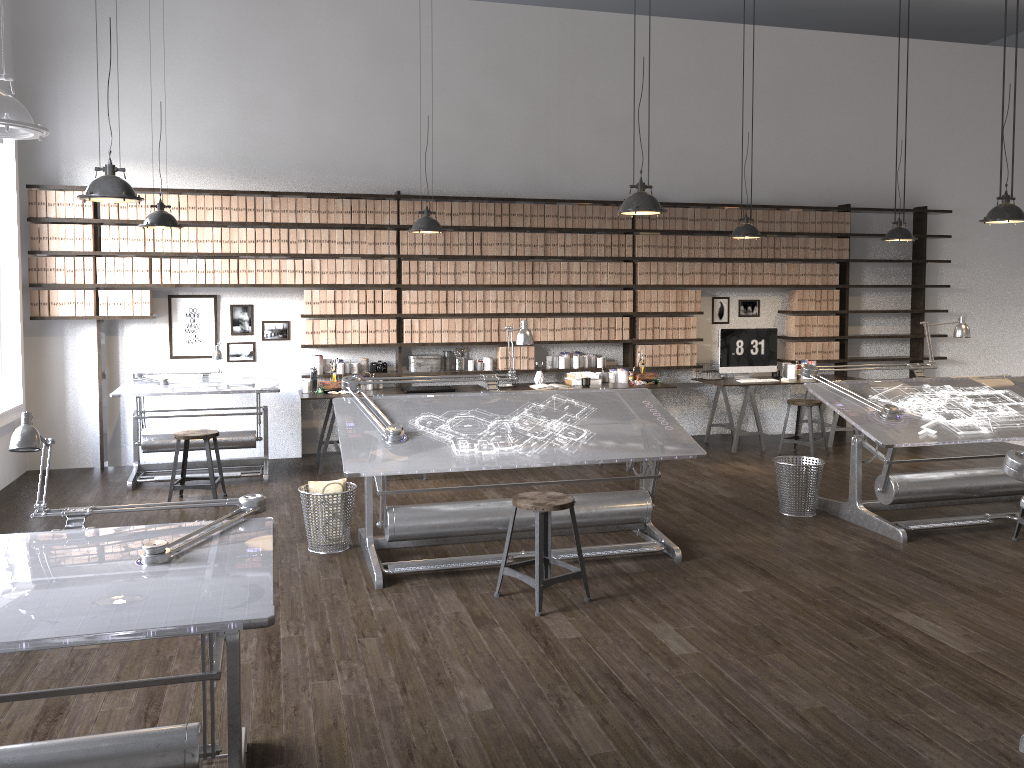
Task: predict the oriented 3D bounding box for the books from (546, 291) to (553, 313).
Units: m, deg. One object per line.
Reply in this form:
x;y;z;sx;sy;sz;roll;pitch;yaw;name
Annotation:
0.346;-0.802;8.667;0.067;0.225;0.175;-1;4;-15;books

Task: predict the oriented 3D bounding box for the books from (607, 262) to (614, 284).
0.955;-1.095;8.810;0.067;0.225;0.175;-1;4;-15;books

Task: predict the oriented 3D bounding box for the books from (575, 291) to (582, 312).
0.627;-0.810;8.743;0.067;0.225;0.175;-1;4;-15;books

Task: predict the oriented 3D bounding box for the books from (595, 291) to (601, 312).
0.826;-0.815;8.795;0.067;0.225;0.175;-1;4;-15;books

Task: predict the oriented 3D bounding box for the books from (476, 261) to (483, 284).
-0.327;-1.058;8.468;0.067;0.225;0.175;-1;4;-15;books

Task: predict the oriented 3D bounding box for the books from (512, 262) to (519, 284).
0.008;-1.068;8.558;0.067;0.225;0.175;-1;4;-15;books

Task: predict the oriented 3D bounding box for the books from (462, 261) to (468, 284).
-0.465;-1.054;8.429;0.067;0.225;0.175;-1;4;-15;books

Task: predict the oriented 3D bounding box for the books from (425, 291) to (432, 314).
-0.802;-0.768;8.354;0.067;0.225;0.175;-1;4;-15;books

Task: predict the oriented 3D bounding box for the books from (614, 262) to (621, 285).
1.019;-1.096;8.827;0.067;0.225;0.175;-1;4;-15;books

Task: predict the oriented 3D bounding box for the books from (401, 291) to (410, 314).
-1.003;-0.762;8.299;0.067;0.225;0.175;-1;4;-15;books

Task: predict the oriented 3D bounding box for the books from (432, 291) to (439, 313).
-0.740;-0.770;8.374;0.067;0.225;0.175;-1;4;-15;books

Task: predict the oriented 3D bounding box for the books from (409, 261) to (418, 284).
-0.932;-1.040;8.301;0.067;0.225;0.175;-1;4;-15;books

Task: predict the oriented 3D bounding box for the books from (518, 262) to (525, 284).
0.071;-1.070;8.578;0.067;0.225;0.175;-1;4;-15;books

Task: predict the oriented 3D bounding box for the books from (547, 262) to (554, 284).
0.352;-1.078;8.653;0.067;0.225;0.175;-1;4;-15;books

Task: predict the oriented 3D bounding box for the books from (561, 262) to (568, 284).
0.487;-1.081;8.684;0.067;0.225;0.175;-1;4;-15;books

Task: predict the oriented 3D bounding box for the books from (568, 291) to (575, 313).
0.560;-0.807;8.720;0.067;0.225;0.175;-1;4;-15;books

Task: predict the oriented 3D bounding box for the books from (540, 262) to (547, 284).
0.285;-1.075;8.631;0.067;0.225;0.175;-1;4;-15;books

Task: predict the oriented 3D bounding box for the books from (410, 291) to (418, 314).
-0.932;-0.764;8.315;0.067;0.225;0.175;-1;4;-15;books

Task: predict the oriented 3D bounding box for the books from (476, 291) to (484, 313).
-0.324;-0.781;8.479;0.067;0.225;0.175;-1;4;-15;books

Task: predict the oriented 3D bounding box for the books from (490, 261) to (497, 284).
-0.192;-1.062;8.503;0.067;0.225;0.175;-1;4;-15;books

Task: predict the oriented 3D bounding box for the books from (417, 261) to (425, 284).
-0.861;-1.043;8.325;0.067;0.225;0.175;-1;4;-15;books

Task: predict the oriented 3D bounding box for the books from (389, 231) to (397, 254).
-1.116;-1.308;8.236;0.067;0.225;0.175;-1;4;-15;books

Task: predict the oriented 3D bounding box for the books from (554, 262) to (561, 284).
0.421;-1.080;8.672;0.067;0.225;0.175;-1;4;-15;books

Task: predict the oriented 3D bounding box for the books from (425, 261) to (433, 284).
-0.791;-1.044;8.340;0.067;0.225;0.175;-1;4;-15;books

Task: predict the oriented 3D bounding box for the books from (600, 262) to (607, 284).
0.884;-1.093;8.794;0.067;0.225;0.175;-1;4;-15;books

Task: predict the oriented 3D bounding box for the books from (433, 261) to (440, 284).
-0.724;-1.047;8.362;0.067;0.225;0.175;-1;4;-15;books

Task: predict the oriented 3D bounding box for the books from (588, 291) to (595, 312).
0.763;-0.813;8.773;0.067;0.225;0.175;-1;4;-15;books

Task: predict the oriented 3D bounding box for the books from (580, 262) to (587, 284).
0.682;-1.087;8.737;0.067;0.225;0.175;-1;4;-15;books

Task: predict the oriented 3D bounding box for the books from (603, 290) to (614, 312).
0.952;-0.819;8.826;0.067;0.225;0.175;-1;4;-15;books

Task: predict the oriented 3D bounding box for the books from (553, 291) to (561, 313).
0.419;-0.803;8.681;0.067;0.225;0.175;-1;4;-15;books

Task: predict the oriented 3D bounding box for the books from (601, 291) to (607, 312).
0.887;-0.817;8.810;0.067;0.225;0.175;-1;4;-15;books

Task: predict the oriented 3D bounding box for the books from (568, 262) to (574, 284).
0.550;-1.083;8.706;0.067;0.225;0.175;-1;4;-15;books

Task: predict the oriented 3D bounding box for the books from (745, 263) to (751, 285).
2.412;-1.143;9.207;0.067;0.225;0.175;-1;4;-15;books

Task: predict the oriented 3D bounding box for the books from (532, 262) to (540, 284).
0.215;-1.074;8.617;0.067;0.225;0.175;-1;4;-15;books

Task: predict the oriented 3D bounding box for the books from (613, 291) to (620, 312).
1.018;-0.821;8.848;0.067;0.225;0.175;-1;4;-15;books

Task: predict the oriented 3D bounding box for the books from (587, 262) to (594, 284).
0.749;-1.089;8.760;0.067;0.225;0.175;-1;4;-15;books

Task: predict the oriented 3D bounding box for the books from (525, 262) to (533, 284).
0.144;-1.071;8.592;0.067;0.225;0.175;-1;4;-15;books

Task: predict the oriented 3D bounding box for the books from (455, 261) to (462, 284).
-0.526;-1.052;8.414;0.067;0.225;0.175;-1;4;-15;books

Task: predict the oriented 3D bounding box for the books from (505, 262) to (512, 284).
-0.052;-1.065;8.537;0.067;0.225;0.175;-1;4;-15;books

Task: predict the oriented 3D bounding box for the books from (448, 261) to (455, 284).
-0.589;-1.050;8.392;0.067;0.225;0.175;-1;4;-15;books

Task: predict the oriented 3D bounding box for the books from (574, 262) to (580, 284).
0.611;-1.085;8.720;0.067;0.225;0.175;-1;4;-15;books

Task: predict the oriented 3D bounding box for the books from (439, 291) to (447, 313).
-0.667;-0.772;8.388;0.067;0.225;0.175;-1;4;-15;books

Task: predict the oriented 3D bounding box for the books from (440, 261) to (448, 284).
-0.656;-1.049;8.380;0.067;0.225;0.175;-1;4;-15;books

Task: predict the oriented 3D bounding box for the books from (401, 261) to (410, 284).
-1.005;-1.038;8.287;0.067;0.225;0.175;-1;4;-15;books

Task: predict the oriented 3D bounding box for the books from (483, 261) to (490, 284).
-0.261;-1.060;8.489;0.067;0.225;0.175;-1;4;-15;books

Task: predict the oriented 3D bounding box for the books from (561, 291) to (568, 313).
0.490;-0.806;8.706;0.067;0.225;0.175;-1;4;-15;books

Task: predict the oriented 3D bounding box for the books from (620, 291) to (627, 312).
1.085;-0.823;8.868;0.067;0.225;0.175;-1;4;-15;books

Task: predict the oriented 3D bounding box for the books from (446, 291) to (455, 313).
-0.596;-0.774;8.413;0.067;0.225;0.175;-1;4;-15;books

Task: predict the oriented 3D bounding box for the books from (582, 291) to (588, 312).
0.696;-0.812;8.761;0.067;0.225;0.175;-1;4;-15;books

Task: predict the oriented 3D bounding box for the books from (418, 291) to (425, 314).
-0.862;-0.766;8.333;0.067;0.225;0.175;-1;4;-15;books

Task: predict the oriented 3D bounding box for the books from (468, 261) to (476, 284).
-0.394;-1.056;8.446;0.067;0.225;0.175;-1;4;-15;books

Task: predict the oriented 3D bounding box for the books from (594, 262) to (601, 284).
0.816;-1.091;8.780;0.067;0.225;0.175;-1;4;-15;books

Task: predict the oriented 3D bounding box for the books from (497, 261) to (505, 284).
-0.121;-1.063;8.519;0.067;0.225;0.175;-1;4;-15;books

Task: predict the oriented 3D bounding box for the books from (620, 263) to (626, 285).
1.079;-1.099;8.848;0.067;0.225;0.175;-1;4;-15;books

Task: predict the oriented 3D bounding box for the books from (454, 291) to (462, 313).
-0.526;-0.776;8.427;0.067;0.225;0.175;-1;4;-15;books
